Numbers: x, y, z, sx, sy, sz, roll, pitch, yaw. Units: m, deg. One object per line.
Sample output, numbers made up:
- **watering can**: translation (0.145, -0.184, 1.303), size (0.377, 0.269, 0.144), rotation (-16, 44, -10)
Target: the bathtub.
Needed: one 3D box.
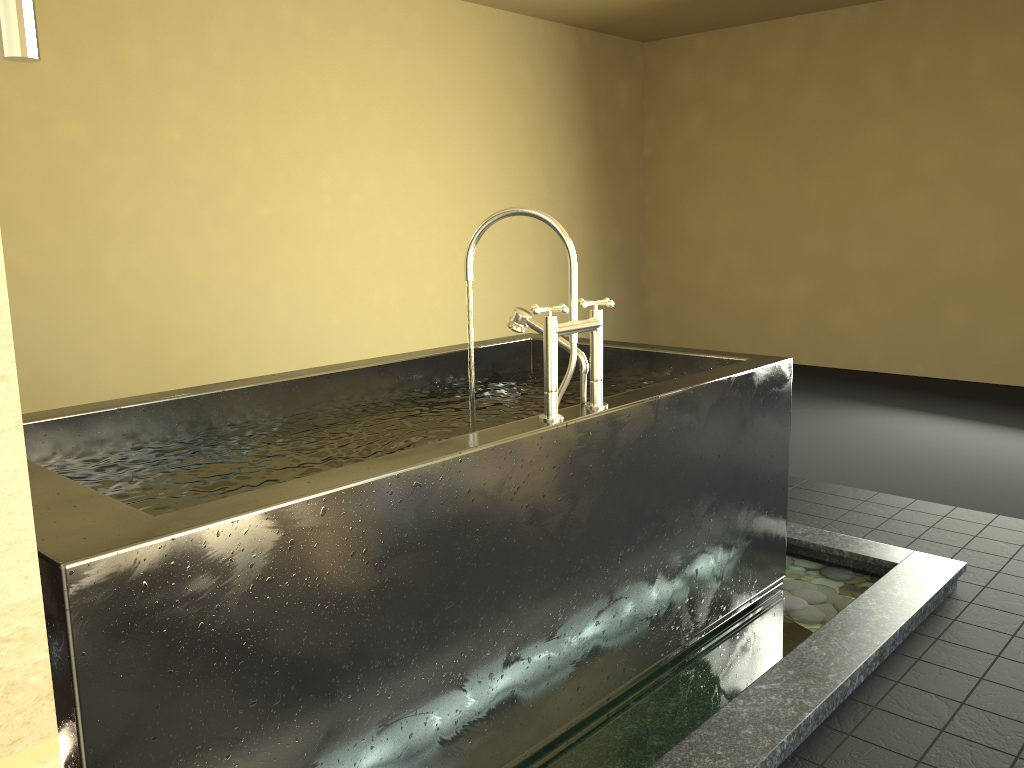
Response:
- **bathtub**: translation (-0.257, 0.139, 2.300), size (1.069, 1.159, 2.135), rotation (8, 14, 42)

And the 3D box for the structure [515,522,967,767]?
- **structure**: translation (-0.562, 0.933, 2.129), size (1.974, 0.634, 3.806), rotation (8, 14, 42)

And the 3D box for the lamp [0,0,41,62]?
- **lamp**: translation (-0.353, -0.636, 0.543), size (0.176, 0.835, 0.188), rotation (8, 13, 42)
